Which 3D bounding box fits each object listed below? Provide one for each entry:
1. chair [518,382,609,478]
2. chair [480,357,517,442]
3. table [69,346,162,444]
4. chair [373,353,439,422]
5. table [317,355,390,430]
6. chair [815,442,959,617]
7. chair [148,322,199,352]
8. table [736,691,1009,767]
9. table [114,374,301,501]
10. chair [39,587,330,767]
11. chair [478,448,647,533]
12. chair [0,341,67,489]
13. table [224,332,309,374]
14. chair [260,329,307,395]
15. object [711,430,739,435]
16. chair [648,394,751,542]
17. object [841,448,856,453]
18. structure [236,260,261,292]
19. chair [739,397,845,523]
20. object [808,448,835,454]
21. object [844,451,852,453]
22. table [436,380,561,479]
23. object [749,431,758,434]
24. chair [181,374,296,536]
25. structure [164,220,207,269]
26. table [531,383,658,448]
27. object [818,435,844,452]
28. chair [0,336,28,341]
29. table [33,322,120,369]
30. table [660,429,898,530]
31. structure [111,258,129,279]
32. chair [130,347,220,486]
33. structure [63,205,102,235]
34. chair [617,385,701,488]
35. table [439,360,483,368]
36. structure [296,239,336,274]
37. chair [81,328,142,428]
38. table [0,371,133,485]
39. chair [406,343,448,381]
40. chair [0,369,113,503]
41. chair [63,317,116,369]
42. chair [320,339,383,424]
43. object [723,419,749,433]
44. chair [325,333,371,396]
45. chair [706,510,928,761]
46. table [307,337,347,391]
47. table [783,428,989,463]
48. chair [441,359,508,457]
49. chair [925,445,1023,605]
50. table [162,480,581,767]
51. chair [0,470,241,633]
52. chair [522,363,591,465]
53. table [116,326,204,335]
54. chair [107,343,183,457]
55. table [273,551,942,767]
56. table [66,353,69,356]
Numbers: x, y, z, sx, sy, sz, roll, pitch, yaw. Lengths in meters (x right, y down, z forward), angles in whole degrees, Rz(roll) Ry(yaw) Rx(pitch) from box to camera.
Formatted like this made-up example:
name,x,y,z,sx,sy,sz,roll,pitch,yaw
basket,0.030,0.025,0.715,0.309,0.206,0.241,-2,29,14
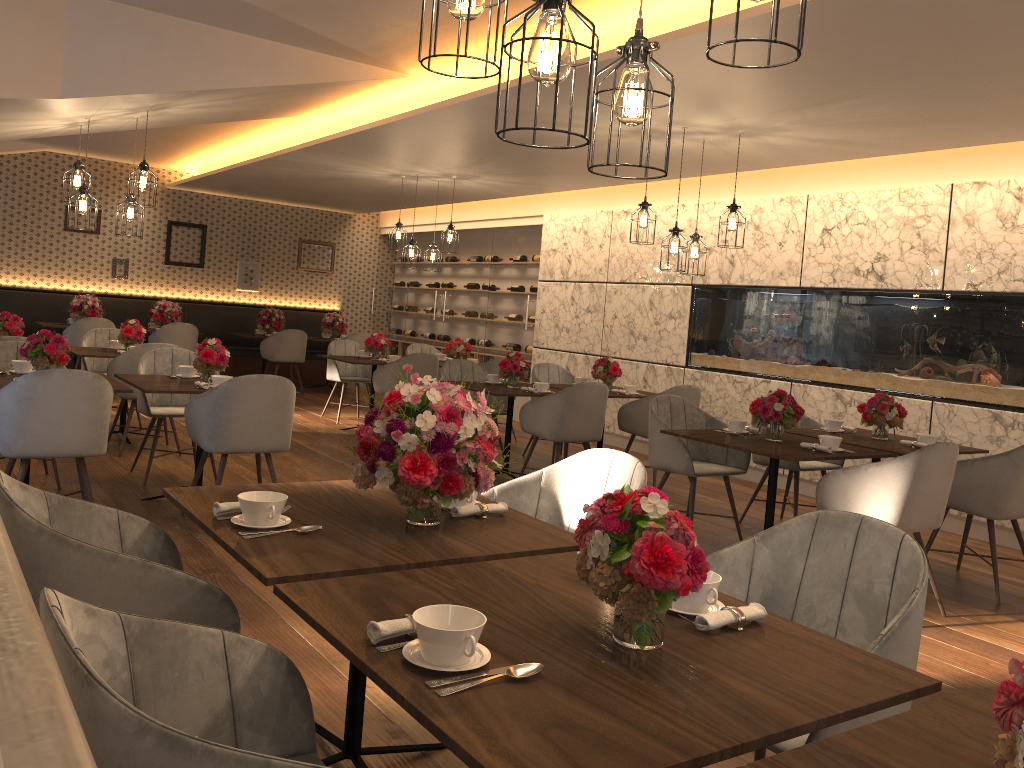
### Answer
name,x,y,z,sx,sy,sz,roll,pitch,yaw
chair,0.388,0.390,6.480,0.564,0.871,0.528,3,3,-35
chair,-0.223,0.135,9.064,0.564,0.871,0.528,3,3,-35
table,-3.248,0.094,7.427,0.895,0.720,0.900,2,4,-35
chair,-1.011,0.114,8.519,0.564,0.871,0.528,3,3,-35
table,-1.428,0.113,9.051,0.895,0.720,0.900,2,4,-35
chair,1.845,0.677,4.359,0.564,0.871,0.528,3,3,-35
chair,-4.193,-0.342,10.988,0.564,0.871,0.528,3,3,-35
table,0.640,0.929,0.911,0.895,0.720,0.900,2,4,-35
table,-1.935,0.353,5.514,0.895,0.720,0.900,2,4,-35
chair,-0.435,0.732,1.326,0.525,0.871,0.567,3,3,-35
chair,0.115,0.654,2.868,0.525,0.871,0.567,3,3,-35
chair,-3.082,0.183,5.513,0.564,0.871,0.528,3,3,-35
table,-3.447,-0.311,12.324,0.895,0.720,0.900,2,4,-35
chair,-3.030,-0.311,11.792,0.564,0.871,0.528,3,3,-35
object,1.223,0.275,5.082,0.043,0.015,0.198,1,6,-38
chair,1.107,0.529,5.461,0.564,0.871,0.528,3,3,-35
object,1.760,0.344,4.762,0.043,0.015,0.198,1,6,-38
structure,-3.883,-1.588,13.046,0.339,0.439,0.035,3,2,-35
chair,1.895,0.550,6.006,0.564,0.871,0.528,3,3,-35
object,1.608,0.337,4.644,0.025,0.024,0.193,3,5,-35
object,1.727,0.349,4.747,0.022,0.004,0.211,2,5,-35
table,-0.028,0.389,7.013,0.895,0.720,0.900,2,4,-35
object,1.376,0.273,5.199,0.025,0.024,0.193,3,5,-35
chair,-1.519,0.353,4.983,0.564,0.871,0.528,3,3,-35
structure,-4.612,-1.970,12.522,0.543,0.631,0.035,3,2,-35
table,0.760,0.411,7.557,0.895,0.720,0.900,2,4,-35
object,1.680,0.315,4.681,0.148,0.072,0.148,5,4,8
chair,-3.619,0.073,6.350,0.564,0.871,0.528,3,3,-35
table,-5.398,-0.363,10.975,0.895,0.720,0.900,2,4,-35
table,1.428,0.677,4.891,0.895,0.720,0.900,2,4,-35
structure,-5.333,-1.570,12.057,0.216,0.277,0.018,3,2,-35
chair,-2.295,0.204,6.058,0.564,0.871,0.528,3,3,-35
structure,-5.700,-2.175,11.759,0.448,0.344,0.016,2,2,-35
chair,1.176,0.411,7.025,0.564,0.871,0.528,3,3,-35
table,-0.640,0.134,9.596,0.895,0.720,0.900,2,4,-35
structure,-3.008,-1.958,13.621,0.600,0.485,0.032,2,2,-35
chair,-3.607,-0.055,7.970,0.564,0.871,0.528,3,3,-35
table,-2.723,0.332,4.970,0.895,0.720,0.900,2,4,-35
chair,-0.961,-0.013,10.165,0.564,0.871,0.528,3,3,-35
chair,-2.306,0.332,4.438,0.564,0.871,0.528,3,3,-35
chair,-4.981,-0.363,10.443,0.564,0.871,0.528,3,3,-35
chair,-1.749,-0.034,9.620,0.564,0.871,0.528,3,3,-35
object,1.307,0.247,5.161,0.148,0.072,0.148,5,4,8
chair,-2.242,-0.290,12.337,0.564,0.871,0.528,3,3,-35
chair,0.645,0.759,2.095,0.525,0.871,0.567,3,3,-35
table,-2.659,-0.290,12.869,0.895,0.720,0.900,2,4,-35
table,2.216,0.698,5.436,0.895,0.720,0.900,2,4,-35
chair,-0.349,0.242,7.582,0.564,0.871,0.528,3,3,-35
chair,2.633,0.698,4.904,0.564,0.871,0.528,3,3,-35
table,-0.421,0.719,2.457,0.895,0.720,0.900,2,4,-35
chair,-0.966,0.627,2.099,0.525,0.871,0.567,3,3,-35
chair,0.438,0.263,8.127,0.564,0.871,0.528,3,3,-35
table,-4.610,-0.342,11.520,0.895,0.720,0.900,2,4,-35
chair,-2.831,0.094,6.895,0.564,0.871,0.528,3,3,-35
table,0.109,0.824,1.684,0.895,0.720,0.900,2,4,-35
table,-4.036,0.073,6.882,0.895,0.720,0.900,2,4,-35
